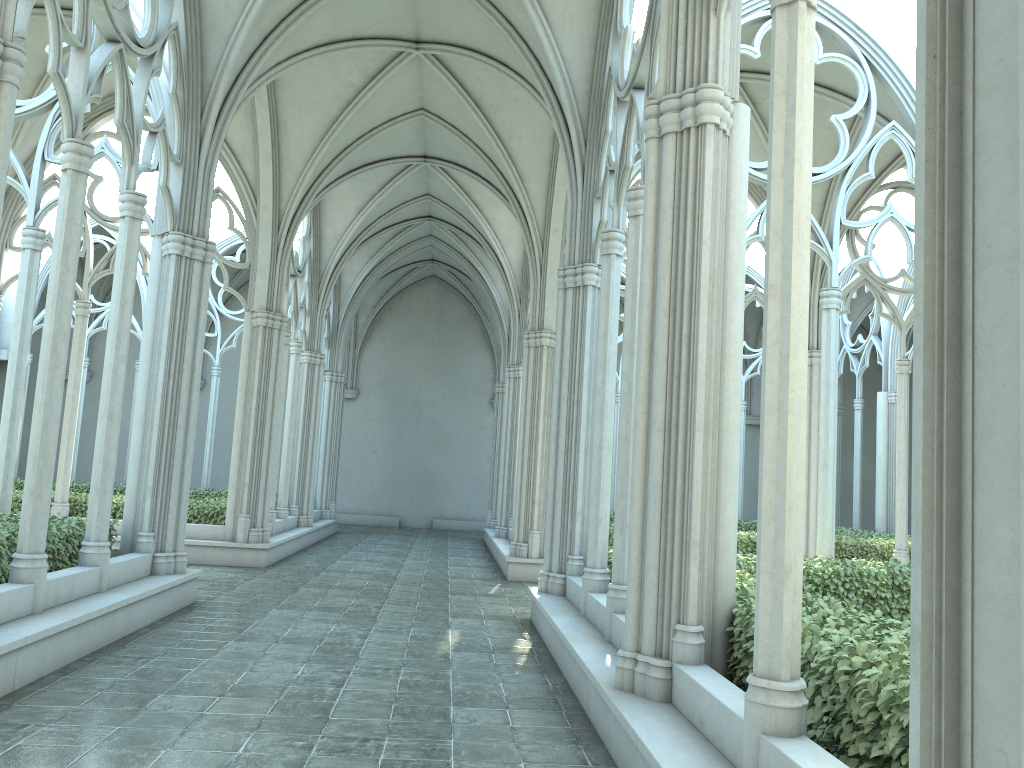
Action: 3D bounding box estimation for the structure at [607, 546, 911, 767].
[{"bbox_3d":[5.178,2.039,6.094,7.995,0.963,8.018,4,-6,-4],"label":"structure"}]

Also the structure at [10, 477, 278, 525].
[{"bbox_3d":[-8.796,2.536,18.190,7.995,0.963,8.018,4,-6,-4],"label":"structure"}]

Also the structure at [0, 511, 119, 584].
[{"bbox_3d":[-7.841,1.168,5.232,7.995,0.963,8.018,4,-6,-4],"label":"structure"}]

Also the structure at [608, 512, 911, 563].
[{"bbox_3d":[4.233,3.409,19.052,7.995,0.963,8.018,4,-6,-4],"label":"structure"}]
